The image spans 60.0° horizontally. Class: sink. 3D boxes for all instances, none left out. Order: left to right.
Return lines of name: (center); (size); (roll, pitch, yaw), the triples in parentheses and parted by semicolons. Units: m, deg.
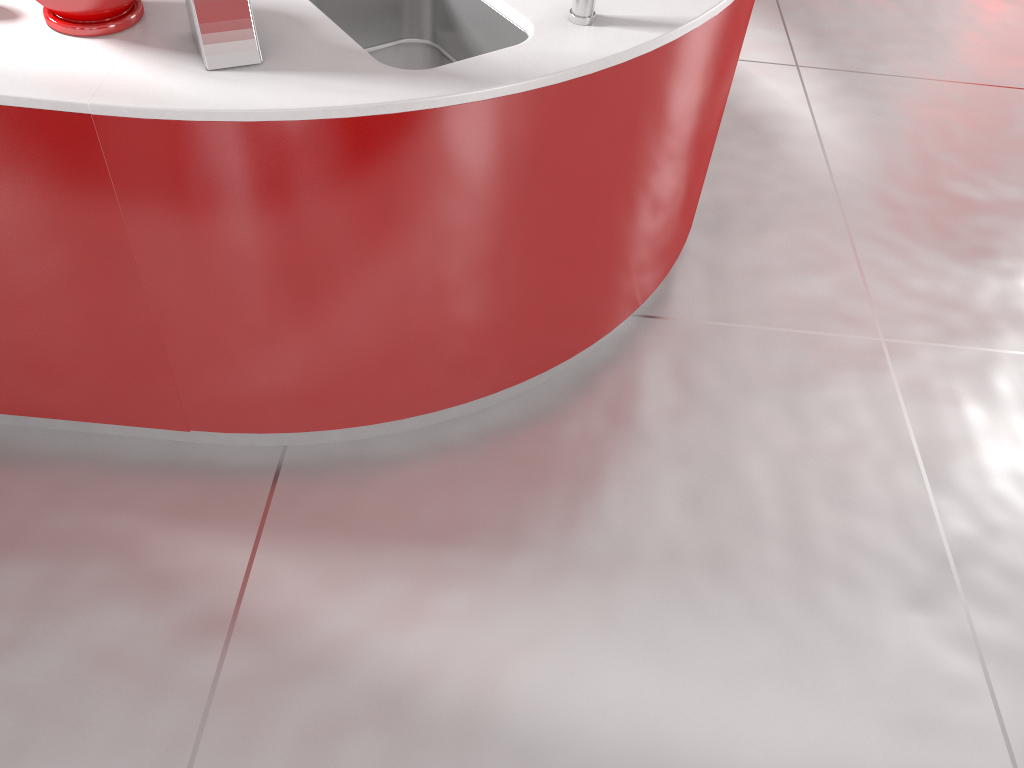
sink: (-0.189, -0.623, 1.704); (0.326, 0.172, 0.428); (-26, 55, -26)
sink: (0.175, -0.844, 1.940); (0.428, 0.172, 0.326); (36, 54, 24)

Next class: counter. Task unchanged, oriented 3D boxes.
counter: (-0.528, -0.755, 2.240); (1.868, 0.880, 2.865); (32, 53, 21)

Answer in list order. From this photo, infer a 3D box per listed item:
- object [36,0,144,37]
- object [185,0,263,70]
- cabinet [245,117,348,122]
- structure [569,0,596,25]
object: (-0.707, -0.669, 1.471); (0.229, 0.118, 0.228); (-17, 52, -20)
object: (-0.468, -0.620, 1.407); (0.091, 0.178, 0.137); (-15, 51, -18)
cabinet: (-0.792, -0.833, 2.241); (1.875, 0.761, 1.025); (-31, 58, -29)
structure: (0.124, -1.022, 1.331); (0.308, 0.920, 0.178); (-33, 59, -30)
